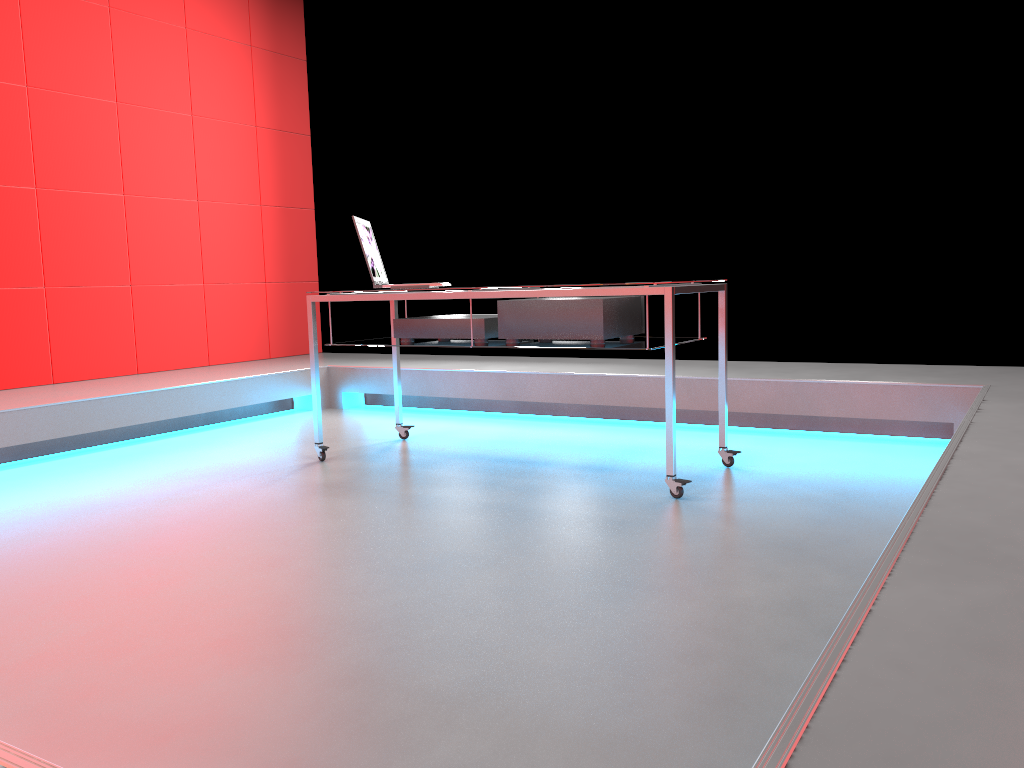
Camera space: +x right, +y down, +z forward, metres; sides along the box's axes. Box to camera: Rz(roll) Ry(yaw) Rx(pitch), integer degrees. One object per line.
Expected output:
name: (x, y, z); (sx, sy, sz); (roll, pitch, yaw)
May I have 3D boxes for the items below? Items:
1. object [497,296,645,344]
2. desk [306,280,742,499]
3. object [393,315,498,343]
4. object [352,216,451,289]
object: (0.227, -0.244, 3.333); (0.431, 0.158, 0.371); (2, 8, 31)
desk: (0.010, -0.031, 3.418); (1.617, 0.690, 0.594); (2, 8, 31)
object: (-0.194, -0.227, 3.590); (0.435, 0.092, 0.365); (2, 8, 31)
object: (-0.435, -0.527, 3.576); (0.340, 0.285, 0.342); (-2, 6, 1)
